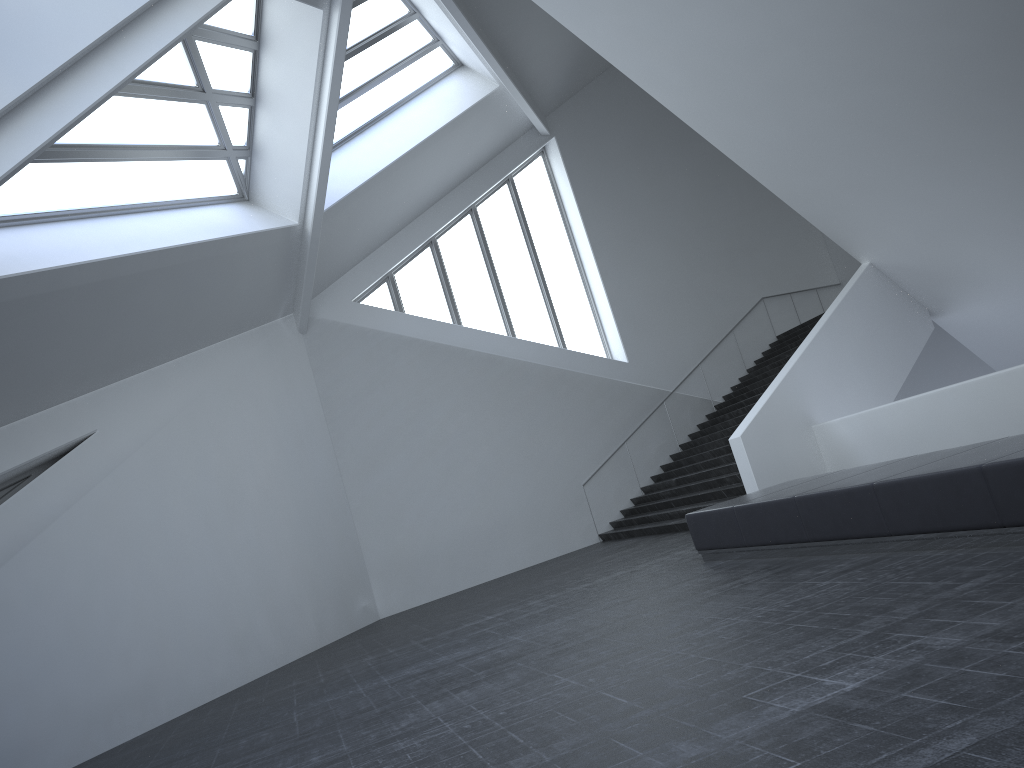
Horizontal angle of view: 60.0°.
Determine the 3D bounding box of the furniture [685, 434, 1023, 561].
[{"bbox_3d":[3.488,1.007,7.776,1.488,0.580,5.742,-15,-8,-17],"label":"furniture"}]
